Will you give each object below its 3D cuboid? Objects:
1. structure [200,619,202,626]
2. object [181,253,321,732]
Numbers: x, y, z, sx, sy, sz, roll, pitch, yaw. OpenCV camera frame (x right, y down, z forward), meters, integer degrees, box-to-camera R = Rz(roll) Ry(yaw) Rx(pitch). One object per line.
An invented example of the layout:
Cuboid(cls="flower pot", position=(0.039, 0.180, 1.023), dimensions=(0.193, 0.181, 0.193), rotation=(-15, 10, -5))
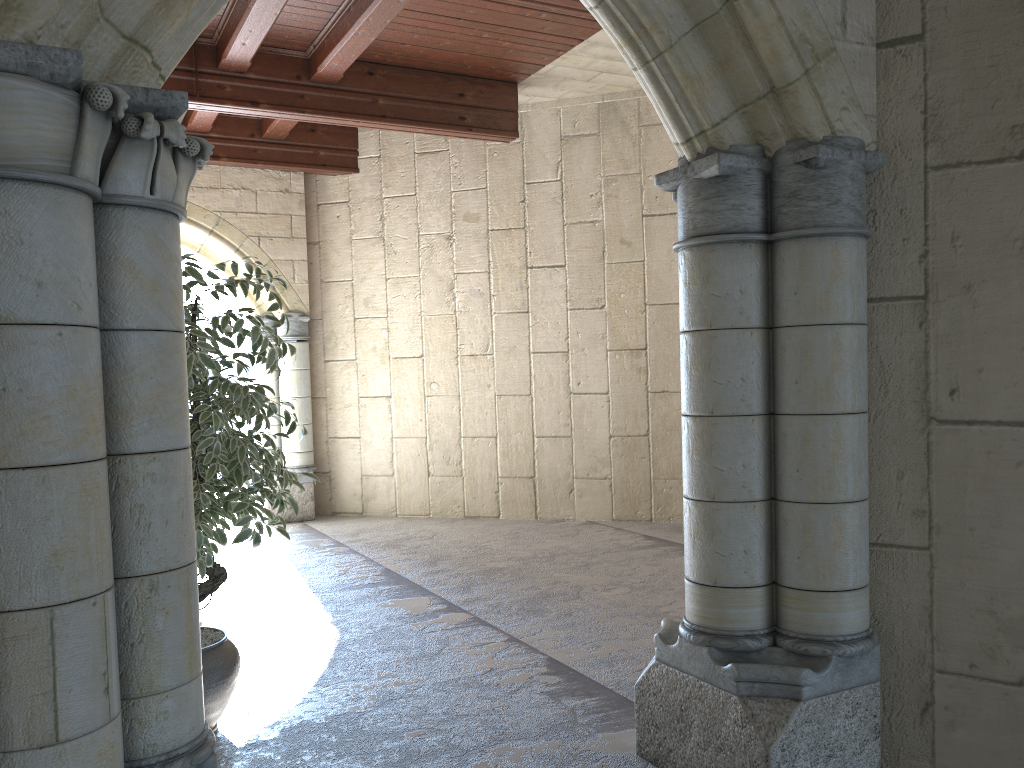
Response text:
Cuboid(cls="structure", position=(-2.837, 0.829, 3.950), dimensions=(2.571, 0.811, 1.460), rotation=(-2, 1, -27))
Cuboid(cls="object", position=(-1.087, 0.377, 3.059), dimensions=(0.787, 1.622, 0.749), rotation=(-2, 3, 4))
